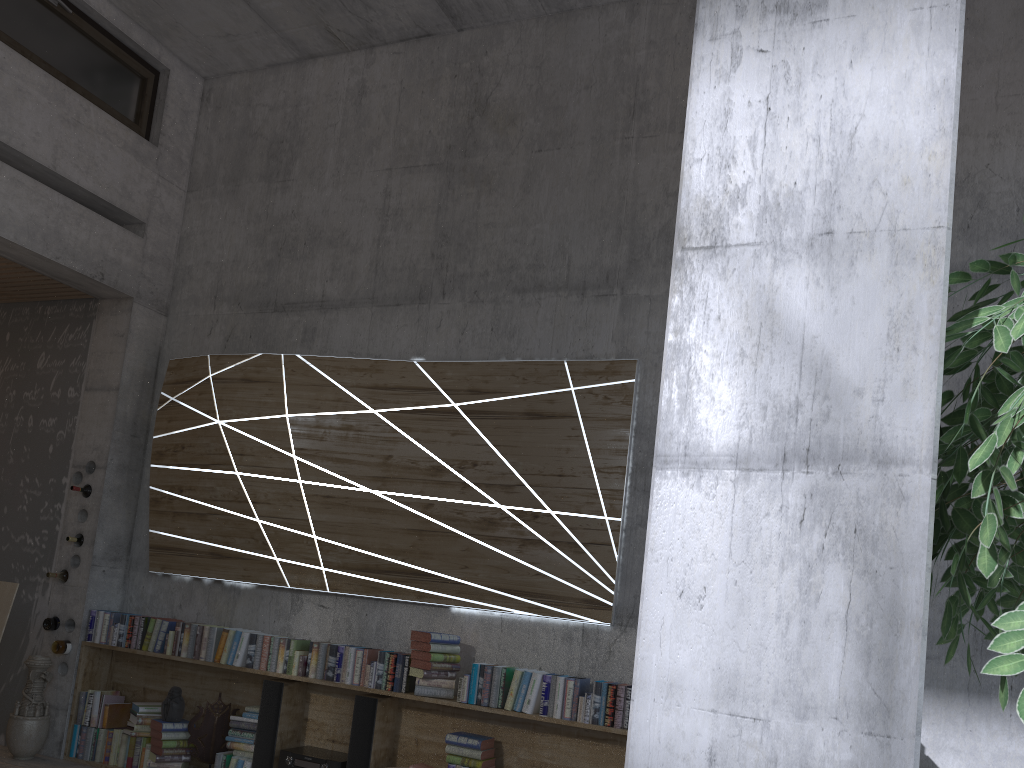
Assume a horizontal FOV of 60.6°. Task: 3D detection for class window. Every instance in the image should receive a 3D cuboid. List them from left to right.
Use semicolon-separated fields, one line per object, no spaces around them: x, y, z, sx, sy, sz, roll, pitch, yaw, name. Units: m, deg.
-4.313;-3.170;2.646;0.113;0.594;8.667;4;-14;24;window

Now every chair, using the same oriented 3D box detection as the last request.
-3.135;1.601;4.612;0.348;1.170;0.739;3;-9;24;chair

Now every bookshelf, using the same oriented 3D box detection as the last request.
-0.525;2.199;5.066;5.312;0.788;0.310;0;-9;24;bookshelf

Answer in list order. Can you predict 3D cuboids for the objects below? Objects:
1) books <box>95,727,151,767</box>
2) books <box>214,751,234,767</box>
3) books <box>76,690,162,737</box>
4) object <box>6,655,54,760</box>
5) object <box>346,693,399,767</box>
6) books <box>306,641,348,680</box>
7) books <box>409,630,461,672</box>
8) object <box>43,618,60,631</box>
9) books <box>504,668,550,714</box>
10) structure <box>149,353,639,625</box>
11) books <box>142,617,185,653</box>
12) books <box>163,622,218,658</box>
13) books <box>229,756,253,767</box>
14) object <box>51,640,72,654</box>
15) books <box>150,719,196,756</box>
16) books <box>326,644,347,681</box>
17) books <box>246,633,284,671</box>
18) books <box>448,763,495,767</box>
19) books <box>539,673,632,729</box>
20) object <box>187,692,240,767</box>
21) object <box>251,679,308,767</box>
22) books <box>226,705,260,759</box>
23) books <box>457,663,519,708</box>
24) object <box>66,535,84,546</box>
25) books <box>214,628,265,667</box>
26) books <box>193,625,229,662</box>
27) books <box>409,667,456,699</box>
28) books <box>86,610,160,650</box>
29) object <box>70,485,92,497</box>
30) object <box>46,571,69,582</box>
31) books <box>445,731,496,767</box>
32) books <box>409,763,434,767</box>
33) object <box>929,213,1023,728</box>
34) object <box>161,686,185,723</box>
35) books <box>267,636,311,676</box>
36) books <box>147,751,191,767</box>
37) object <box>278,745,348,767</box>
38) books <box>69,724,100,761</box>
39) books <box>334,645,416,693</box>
-2.544;2.453;5.909;0.493;0.233;0.248;1;-12;24;books
-1.806;2.455;5.571;0.074;0.216;0.210;3;-10;24;books
-2.618;2.246;5.969;0.715;0.257;0.308;-1;-13;29;books
-3.236;2.176;5.907;0.250;0.669;0.275;8;-7;-13;object
-0.846;2.237;5.217;0.152;0.745;0.279;4;-8;24;object
-1.148;1.707;5.407;0.155;0.216;0.210;2;-11;24;books
-0.441;1.536;5.042;0.190;0.206;0.251;-4;-15;45;books
-3.177;1.720;6.268;0.090;0.088;0.344;2;-14;24;object
0.090;1.680;4.804;0.199;0.224;0.194;2;-10;24;books
-0.972;0.561;5.498;3.405;1.505;0.366;0;-8;24;structure
-2.352;1.699;5.930;0.199;0.224;0.194;2;-10;24;books
-2.131;1.697;5.821;0.278;0.216;0.215;2;-11;23;books
-1.670;2.450;5.494;0.199;0.224;0.194;2;-10;24;books
-3.053;1.844;6.143;0.095;0.093;0.347;2;-14;24;object
-2.209;2.301;5.712;0.190;0.206;0.251;-4;-15;45;books
-1.055;1.703;5.358;0.055;0.216;0.194;3;-10;24;books
-1.563;1.694;5.539;0.155;0.216;0.158;2;-10;24;books
-0.142;2.346;4.829;0.450;0.440;0.219;2;-9;24;books
0.413;1.691;4.684;0.489;0.216;0.220;0;-12;24;books
-1.933;2.286;5.697;0.346;0.557;0.199;9;-7;-16;object
-1.466;2.239;5.493;0.152;0.745;0.279;4;-8;24;object
-1.647;2.199;5.554;0.251;0.316;0.223;2;-10;26;books
-0.138;1.684;4.917;0.278;0.216;0.215;2;-11;23;books
-3.015;1.121;6.240;0.093;0.091;0.356;2;-14;24;object
-1.744;1.688;5.622;0.249;0.224;0.194;2;-11;24;books
-1.943;1.689;5.711;0.155;0.216;0.194;2;-10;24;books
-0.448;1.712;5.025;0.286;0.147;0.225;10;-12;-18;books
-2.682;1.698;6.063;0.489;0.216;0.220;0;-12;24;books
-2.991;0.768;6.242;0.090;0.088;0.344;2;-14;24;object
-3.143;1.365;6.216;0.095;0.093;0.347;2;-14;24;object
-0.232;2.060;4.929;0.238;0.157;0.194;1;-12;24;books
-0.469;2.250;4.926;0.243;0.188;0.158;1;-11;24;books
1.043;0.527;1.322;1.003;1.827;0.984;8;-8;-9;object
-2.206;2.086;5.719;0.145;0.224;0.139;3;-9;21;object
-1.365;1.695;5.453;0.276;0.216;0.174;1;-11;25;books
-2.235;2.474;5.704;0.263;0.148;0.252;11;-13;-19;books
-1.161;2.323;5.318;0.439;0.157;0.312;0;-14;24;object
-2.907;2.455;6.038;0.273;0.216;0.210;1;-11;24;books
-0.799;1.696;5.223;0.489;0.216;0.220;0;-12;24;books
